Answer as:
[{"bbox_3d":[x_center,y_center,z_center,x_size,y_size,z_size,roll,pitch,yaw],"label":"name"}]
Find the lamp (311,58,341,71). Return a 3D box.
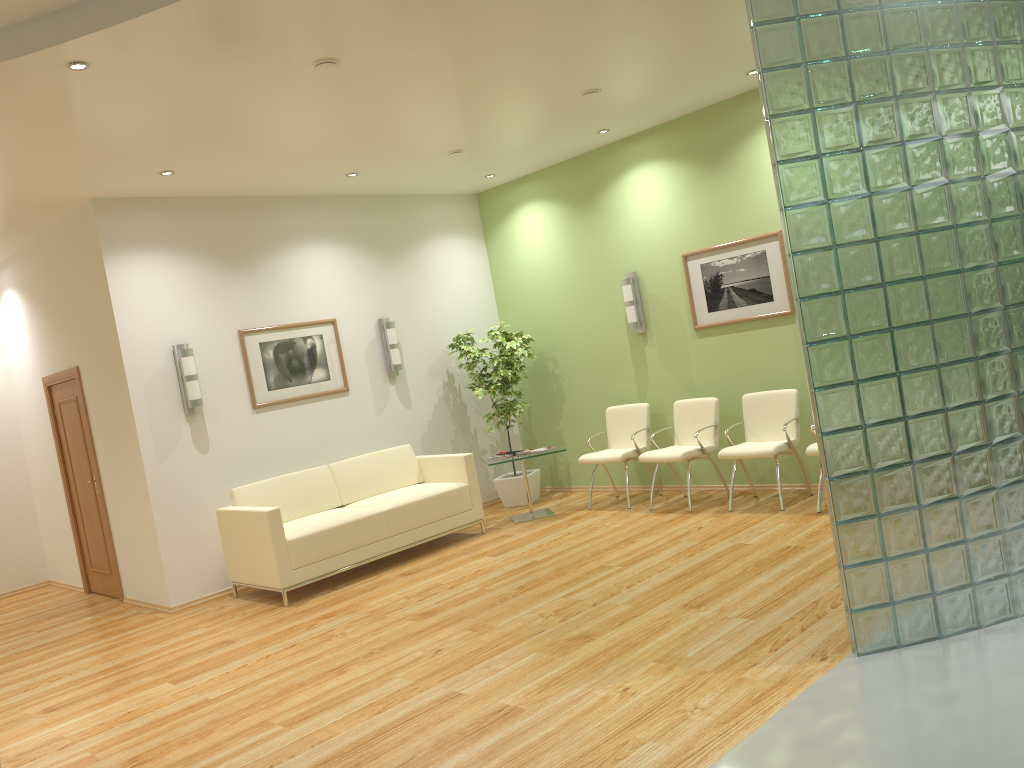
[{"bbox_3d":[-1.035,-1.771,4.938,0.167,0.024,0.167,-10,2,-4],"label":"lamp"}]

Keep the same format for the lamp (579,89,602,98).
[{"bbox_3d":[0.575,-2.120,6.494,0.167,0.024,0.167,-10,2,7],"label":"lamp"}]

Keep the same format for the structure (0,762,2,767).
[{"bbox_3d":[-2.800,1.506,2.168,1.837,1.049,3.673,-9,3,32],"label":"structure"}]

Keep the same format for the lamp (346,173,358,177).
[{"bbox_3d":[-1.397,-1.828,7.756,0.105,0.011,0.105,-10,2,-10],"label":"lamp"}]

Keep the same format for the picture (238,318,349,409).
[{"bbox_3d":[-1.956,-0.201,8.046,1.000,0.700,0.025,-12,3,-43],"label":"picture"}]

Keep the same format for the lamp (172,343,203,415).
[{"bbox_3d":[-2.654,-0.046,7.291,0.134,0.580,0.142,-12,3,-43],"label":"lamp"}]

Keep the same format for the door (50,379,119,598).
[{"bbox_3d":[-3.948,0.971,8.174,0.098,2.001,0.823,-12,3,-43],"label":"door"}]

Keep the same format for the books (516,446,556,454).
[{"bbox_3d":[0.226,0.619,8.356,0.328,0.031,0.230,-9,2,22],"label":"books"}]

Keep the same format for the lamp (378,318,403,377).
[{"bbox_3d":[-1.184,-0.365,8.711,0.134,0.580,0.142,-12,3,-43],"label":"lamp"}]

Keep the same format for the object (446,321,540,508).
[{"bbox_3d":[-0.081,0.316,9.136,0.943,1.900,0.668,-12,3,-35],"label":"object"}]

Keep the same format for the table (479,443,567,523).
[{"bbox_3d":[0.143,0.958,8.444,0.736,0.614,0.736,-10,2,-8],"label":"table"}]

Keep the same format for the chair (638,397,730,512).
[{"bbox_3d":[1.500,0.609,7.754,0.650,0.881,0.536,-12,3,-38],"label":"chair"}]

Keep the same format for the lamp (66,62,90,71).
[{"bbox_3d":[-2.131,-1.559,4.354,0.105,0.011,0.105,-10,2,4],"label":"lamp"}]

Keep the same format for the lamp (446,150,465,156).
[{"bbox_3d":[-0.482,-1.978,7.620,0.167,0.024,0.167,-10,2,7],"label":"lamp"}]

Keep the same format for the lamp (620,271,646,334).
[{"bbox_3d":[1.138,-0.765,8.389,0.142,0.580,0.134,-12,3,-43],"label":"lamp"}]

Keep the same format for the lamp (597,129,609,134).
[{"bbox_3d":[0.804,-2.221,7.805,0.105,0.011,0.105,-9,3,28],"label":"lamp"}]

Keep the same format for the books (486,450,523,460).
[{"bbox_3d":[-0.071,0.669,8.423,0.230,0.031,0.328,-9,3,27],"label":"books"}]

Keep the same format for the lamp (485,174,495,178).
[{"bbox_3d":[-0.218,-2.084,8.894,0.105,0.011,0.105,-11,2,-17],"label":"lamp"}]

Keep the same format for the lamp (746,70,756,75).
[{"bbox_3d":[1.826,-2.358,6.716,0.105,0.011,0.105,-9,3,28],"label":"lamp"}]

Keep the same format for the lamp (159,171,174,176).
[{"bbox_3d":[-2.575,-1.572,6.618,0.105,0.011,0.105,-10,2,-10],"label":"lamp"}]

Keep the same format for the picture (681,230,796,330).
[{"bbox_3d":[1.923,-0.874,7.637,0.025,0.700,1.000,-12,3,-43],"label":"picture"}]
